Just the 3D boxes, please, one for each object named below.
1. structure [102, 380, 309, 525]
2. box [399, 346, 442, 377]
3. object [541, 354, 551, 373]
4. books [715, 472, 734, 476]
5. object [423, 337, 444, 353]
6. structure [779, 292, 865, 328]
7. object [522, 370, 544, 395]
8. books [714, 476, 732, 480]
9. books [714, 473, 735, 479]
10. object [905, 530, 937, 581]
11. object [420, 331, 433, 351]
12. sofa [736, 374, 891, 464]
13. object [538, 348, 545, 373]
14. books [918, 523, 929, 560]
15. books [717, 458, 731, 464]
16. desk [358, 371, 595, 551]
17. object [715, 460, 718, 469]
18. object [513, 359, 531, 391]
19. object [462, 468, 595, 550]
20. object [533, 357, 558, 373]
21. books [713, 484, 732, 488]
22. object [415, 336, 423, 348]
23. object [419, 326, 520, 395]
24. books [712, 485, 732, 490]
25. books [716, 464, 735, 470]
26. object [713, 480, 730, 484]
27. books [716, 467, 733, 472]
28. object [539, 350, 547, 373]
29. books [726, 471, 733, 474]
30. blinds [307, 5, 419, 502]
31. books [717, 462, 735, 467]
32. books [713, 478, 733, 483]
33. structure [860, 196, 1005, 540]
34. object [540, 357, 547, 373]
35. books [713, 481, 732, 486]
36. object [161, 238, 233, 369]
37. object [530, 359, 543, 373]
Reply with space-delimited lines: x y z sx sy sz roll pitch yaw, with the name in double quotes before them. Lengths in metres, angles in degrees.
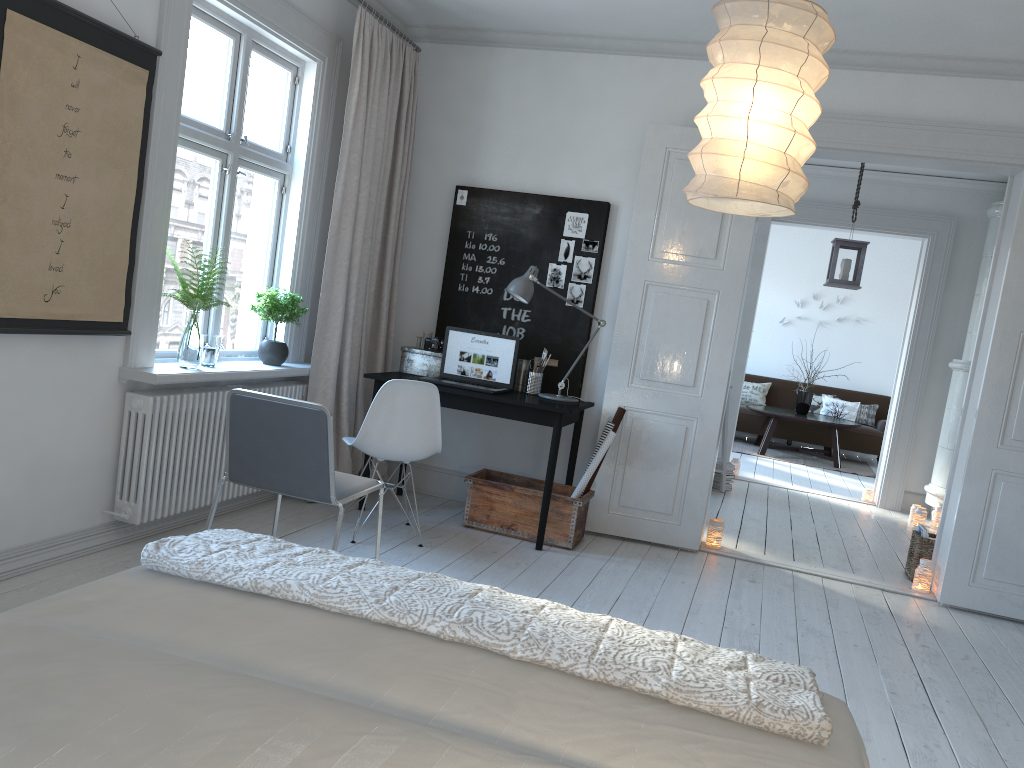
"structure" -1.410 0.277 4.362 0.195 0.548 1.504 10 5 16
"box" -0.499 -0.125 5.240 0.316 0.153 0.192 10 5 16
"object" 0.166 -0.057 5.063 0.084 0.240 0.009 8 6 -7
"books" 1.749 0.734 7.409 0.128 0.016 0.178 6 6 -31
"object" -0.450 -0.229 5.123 0.137 0.087 0.073 10 6 16
"structure" 4.005 -0.927 11.422 1.024 0.479 0.085 10 6 16
"object" 0.120 -0.006 5.080 0.108 0.129 0.108 12 6 31
"books" 1.730 0.775 7.416 0.128 0.022 0.166 4 6 -40
"books" 1.744 0.755 7.403 0.128 0.022 0.193 4 6 -41
"object" 2.499 1.035 5.233 0.270 0.265 0.223 10 6 16
"object" -0.522 -0.242 5.214 0.056 0.130 0.167 10 5 14
"sofa" 3.621 0.405 11.131 2.163 0.826 0.968 10 5 16
"object" 0.155 -0.076 5.081 0.008 0.268 0.060 12 7 32
"books" 2.491 1.001 5.234 0.201 0.300 0.179 10 6 16
"books" 1.753 0.641 7.408 0.111 0.014 0.156 8 5 -5
"desk" -0.219 0.400 5.007 1.158 0.760 0.650 10 6 16
"object" 1.608 0.646 7.258 0.142 0.075 0.142 8 5 0
"object" 0.058 -0.048 5.170 0.079 0.188 0.078 8 6 -5
"object" 0.085 0.692 4.935 0.664 0.283 0.339 10 5 16
"object" 0.185 -0.043 5.114 0.138 0.209 0.034 8 6 -4
"books" 1.729 0.841 7.420 0.128 0.016 0.176 5 6 -33
"object" -0.555 -0.249 5.293 0.040 0.069 0.039 9 6 4
"object" -0.233 -0.137 4.890 0.445 0.316 0.325 10 5 16
"books" 1.731 0.858 7.422 0.128 0.016 0.178 5 6 -36
"books" 1.758 0.681 7.393 0.128 0.026 0.199 7 5 -13
"object" 1.728 0.808 7.427 0.111 0.014 0.156 6 6 -31
"books" 1.749 0.701 7.403 0.128 0.016 0.180 7 5 -13
"object" 0.159 -0.072 5.080 0.062 0.264 0.012 5 7 -32
"books" 1.747 0.717 7.407 0.128 0.016 0.176 7 5 -18
"blinds" -0.795 -0.652 5.050 0.224 2.652 0.830 10 6 16
"books" 1.756 0.659 7.395 0.132 0.017 0.186 8 5 -11
"books" 1.735 0.797 7.411 0.132 0.017 0.186 5 6 -37
"structure" 3.732 -0.146 6.973 1.248 2.832 0.798 5 7 -29
"object" 0.156 -0.049 5.072 0.082 0.222 0.009 3 8 -44
"books" 1.730 0.825 7.416 0.128 0.016 0.180 6 5 -29
"object" -1.421 -0.351 3.914 0.305 0.565 0.413 4 7 -40
"object" 0.118 -0.048 5.089 0.081 0.199 0.050 13 8 41
